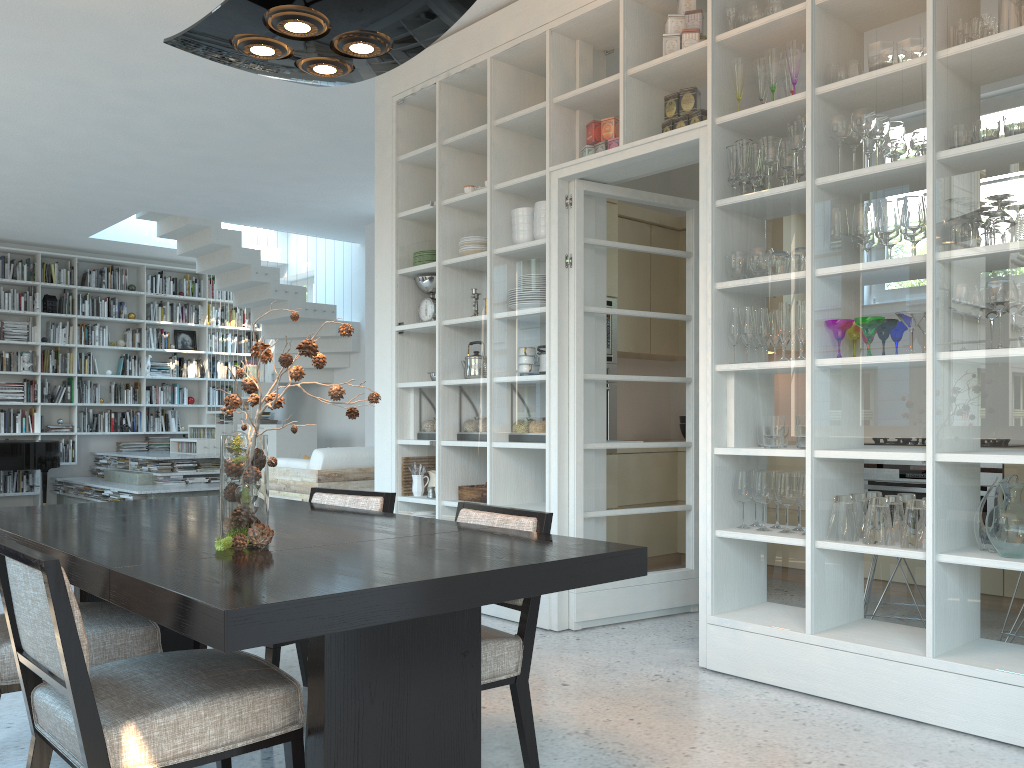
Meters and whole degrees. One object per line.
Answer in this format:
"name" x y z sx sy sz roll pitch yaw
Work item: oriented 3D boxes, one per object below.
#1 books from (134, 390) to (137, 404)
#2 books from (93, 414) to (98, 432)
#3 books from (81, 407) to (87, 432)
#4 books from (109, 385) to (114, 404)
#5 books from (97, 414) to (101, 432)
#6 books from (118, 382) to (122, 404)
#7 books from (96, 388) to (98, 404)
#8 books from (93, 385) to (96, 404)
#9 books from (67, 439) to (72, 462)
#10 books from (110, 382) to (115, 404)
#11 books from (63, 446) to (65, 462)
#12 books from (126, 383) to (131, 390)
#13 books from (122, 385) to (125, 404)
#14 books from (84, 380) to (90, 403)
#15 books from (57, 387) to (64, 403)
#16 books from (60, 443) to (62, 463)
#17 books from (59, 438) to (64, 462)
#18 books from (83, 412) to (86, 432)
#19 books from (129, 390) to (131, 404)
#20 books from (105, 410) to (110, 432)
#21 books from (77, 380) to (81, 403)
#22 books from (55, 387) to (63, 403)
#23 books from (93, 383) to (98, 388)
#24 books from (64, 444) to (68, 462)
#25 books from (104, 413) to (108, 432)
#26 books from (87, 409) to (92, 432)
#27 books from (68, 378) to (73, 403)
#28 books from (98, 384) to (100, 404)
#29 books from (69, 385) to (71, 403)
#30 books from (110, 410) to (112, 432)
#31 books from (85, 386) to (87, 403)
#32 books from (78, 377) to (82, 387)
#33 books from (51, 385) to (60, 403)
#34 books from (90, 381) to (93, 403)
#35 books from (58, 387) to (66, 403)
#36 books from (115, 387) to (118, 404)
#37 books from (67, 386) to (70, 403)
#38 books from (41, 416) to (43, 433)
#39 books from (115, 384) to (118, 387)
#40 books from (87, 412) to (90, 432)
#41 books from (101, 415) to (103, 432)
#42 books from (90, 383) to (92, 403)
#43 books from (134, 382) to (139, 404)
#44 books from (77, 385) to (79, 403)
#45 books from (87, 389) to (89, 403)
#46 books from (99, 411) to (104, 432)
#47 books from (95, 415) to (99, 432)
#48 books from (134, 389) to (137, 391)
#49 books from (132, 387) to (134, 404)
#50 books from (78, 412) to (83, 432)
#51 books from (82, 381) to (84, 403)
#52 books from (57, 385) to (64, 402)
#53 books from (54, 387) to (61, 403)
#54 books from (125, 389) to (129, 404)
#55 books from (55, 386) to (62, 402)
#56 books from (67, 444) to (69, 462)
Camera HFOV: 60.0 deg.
"books" -5.006 -0.180 11.726 0.016 0.180 0.189 2 -2 -42
"books" -5.391 0.157 11.394 0.065 0.231 0.162 1 -2 -42
"books" -5.466 0.114 11.307 0.010 0.316 0.186 2 -2 -42
"books" -5.225 -0.217 11.565 0.019 0.252 0.130 2 -2 -42
"books" -5.355 0.156 11.441 0.029 0.235 0.142 1 -2 -42
"books" -5.151 -0.233 11.639 0.007 0.285 0.159 2 -2 -42
"books" -5.376 -0.197 11.417 0.014 0.207 0.180 2 -2 -42
"books" -5.389 -0.212 11.410 0.015 0.238 0.176 2 -2 -42
"books" -5.558 0.500 11.101 0.021 0.285 0.172 2 -2 -42
"books" -5.221 -0.236 11.587 0.016 0.290 0.131 2 -2 -42
"books" -5.619 0.541 11.069 0.013 0.202 0.139 2 -2 -42
"books" -5.065 -0.227 11.694 0.006 0.274 0.172 2 -2 -42
"books" -5.124 -0.216 11.628 0.018 0.251 0.184 2 -2 -42
"books" -5.443 -0.242 11.346 0.014 0.297 0.175 2 -2 -42
"books" -5.699 -0.202 11.145 0.090 0.215 0.139 1 -2 -42
"books" -5.641 0.518 11.025 0.014 0.246 0.176 2 -2 -42
"books" -5.637 0.492 11.056 0.032 0.300 0.149 1 -2 -42
"books" -5.478 0.140 11.294 0.023 0.262 0.186 2 -2 -42
"books" -5.072 -0.181 11.682 0.019 0.183 0.190 1 -2 -42
"books" -5.267 0.132 11.524 0.012 0.285 0.159 2 -2 -42
"books" -5.527 -0.242 11.285 0.018 0.295 0.177 2 -2 -42
"books" -5.708 -0.200 11.126 0.090 0.212 0.143 1 -2 -42
"books" -5.369 -0.223 11.431 0.014 0.261 0.141 2 -2 -42
"books" -5.588 0.529 11.064 0.026 0.225 0.175 1 -2 -42
"books" -5.286 0.148 11.480 0.025 0.252 0.181 1 -2 -42
"books" -5.424 0.125 11.345 0.030 0.294 0.188 1 -2 -42
"books" -5.591 -0.258 11.219 0.014 0.325 0.182 2 -2 -42
"books" -5.360 -0.218 11.440 0.013 0.251 0.172 2 -2 -42
"books" -5.606 -0.209 11.208 0.021 0.226 0.148 2 -2 -42
"books" -5.243 0.128 11.516 0.012 0.293 0.175 2 -2 -42
"books" -5.467 -0.208 11.315 0.011 0.226 0.188 2 -2 -42
"books" -5.514 -0.265 11.318 0.007 0.342 0.149 2 -2 -42
"books" -5.727 -0.209 11.082 0.095 0.228 0.190 1 -2 -42
"books" -5.419 -0.236 11.397 0.006 0.285 0.159 2 -2 -42
"books" -5.682 -0.196 11.146 0.091 0.205 0.169 1 -2 -42
"books" -5.191 -0.199 11.576 0.015 0.216 0.177 2 -2 -42
"books" -5.617 -0.208 11.182 0.029 0.223 0.171 1 -2 -42
"books" -5.853 0.162 10.994 0.030 0.210 0.136 1 -2 -42
"books" -5.189 -0.222 11.597 0.015 0.262 0.149 2 -2 -42
"books" -5.444 0.144 11.327 0.023 0.256 0.178 2 -2 -42
"books" -5.333 0.160 11.456 0.024 0.228 0.159 1 -2 -42
"books" -5.423 -0.227 11.371 0.012 0.267 0.183 2 -2 -42
"books" -4.984 -0.237 11.763 0.007 0.295 0.162 2 -2 -42
"books" -5.547 -0.214 11.285 0.011 0.239 0.136 2 -2 -42
"books" -5.454 -0.187 11.337 0.013 0.186 0.183 2 -2 -42
"books" -5.317 0.140 11.467 0.014 0.268 0.171 2 -2 -42
"books" -5.363 0.165 11.420 0.011 0.217 0.175 2 -2 -42
"books" -5.013 -0.192 11.758 0.016 0.205 0.141 2 -2 -42
"books" -5.038 -0.205 11.734 0.021 0.232 0.155 2 -2 -42
"books" -5.505 0.145 11.297 0.012 0.254 0.161 2 -2 -42
"books" -5.488 -0.236 11.308 0.005 0.284 0.159 2 -2 -42
"books" -5.695 -0.215 11.136 0.094 0.238 0.149 1 -2 -42
"books" -5.717 -0.200 11.096 0.089 0.210 0.175 1 -2 -42
"books" -5.087 -0.188 11.674 0.015 0.195 0.175 2 -2 -42
"books" -5.719 -0.207 11.123 0.095 0.226 0.144 1 -2 -42
"books" -5.585 0.529 11.089 0.012 0.226 0.149 2 -2 -42
